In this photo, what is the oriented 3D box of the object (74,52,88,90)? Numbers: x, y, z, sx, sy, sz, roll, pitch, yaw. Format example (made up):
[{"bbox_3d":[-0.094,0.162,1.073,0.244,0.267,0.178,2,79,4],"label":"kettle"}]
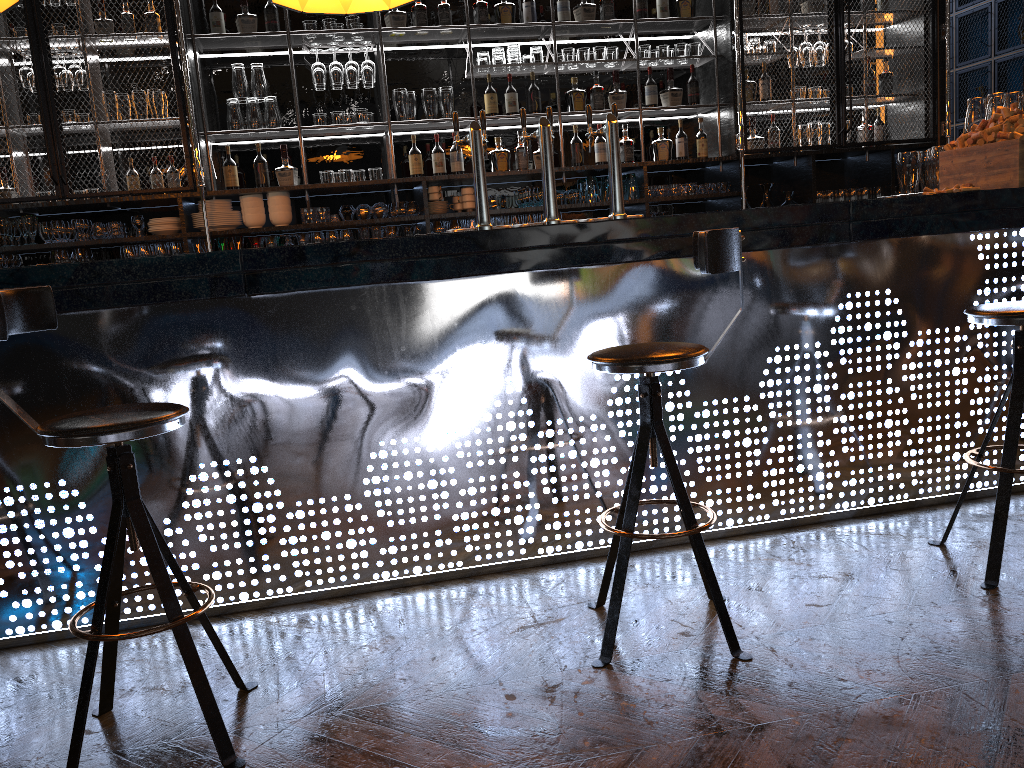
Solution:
[{"bbox_3d":[-2.654,-1.925,5.464,0.081,0.213,0.081,-6,9,-5],"label":"object"}]

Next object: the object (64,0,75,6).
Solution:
[{"bbox_3d":[-2.695,-2.418,5.385,0.081,0.213,0.081,-6,9,-5],"label":"object"}]

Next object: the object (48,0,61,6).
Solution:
[{"bbox_3d":[-2.783,-2.407,5.368,0.081,0.213,0.081,-6,9,-5],"label":"object"}]

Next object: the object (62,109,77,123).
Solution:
[{"bbox_3d":[-2.666,-1.608,5.349,0.077,0.080,0.077,-7,9,-15],"label":"object"}]

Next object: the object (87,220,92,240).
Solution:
[{"bbox_3d":[-2.630,-0.945,5.488,0.074,0.131,0.074,-4,9,2],"label":"object"}]

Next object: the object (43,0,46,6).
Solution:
[{"bbox_3d":[-2.867,-2.398,5.352,0.081,0.213,0.081,-6,9,-5],"label":"object"}]

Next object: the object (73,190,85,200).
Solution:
[{"bbox_3d":[-2.692,-1.161,5.519,0.077,0.080,0.077,4,13,44],"label":"object"}]

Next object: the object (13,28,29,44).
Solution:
[{"bbox_3d":[-2.941,-2.084,5.314,0.077,0.080,0.077,-8,10,-20],"label":"object"}]

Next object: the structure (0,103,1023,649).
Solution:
[{"bbox_3d":[0.074,-0.279,3.457,6.009,1.685,1.214,-6,9,-11],"label":"structure"}]

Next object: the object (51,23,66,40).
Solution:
[{"bbox_3d":[-2.702,-2.101,5.295,0.077,0.080,0.077,-1,10,24],"label":"object"}]

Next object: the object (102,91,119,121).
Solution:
[{"bbox_3d":[-2.449,-1.689,5.418,0.092,0.182,0.092,-7,9,-16],"label":"object"}]

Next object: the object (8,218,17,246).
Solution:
[{"bbox_3d":[-3.024,-0.910,5.347,0.087,0.170,0.087,3,12,39],"label":"object"}]

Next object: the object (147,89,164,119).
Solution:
[{"bbox_3d":[-2.195,-1.718,5.470,0.092,0.182,0.092,-7,9,-16],"label":"object"}]

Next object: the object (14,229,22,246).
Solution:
[{"bbox_3d":[-3.048,-0.927,5.462,0.087,0.170,0.087,3,12,39],"label":"object"}]

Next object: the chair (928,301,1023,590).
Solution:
[{"bbox_3d":[1.591,0.009,2.709,0.476,1.108,0.419,-4,9,4],"label":"chair"}]

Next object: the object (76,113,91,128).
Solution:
[{"bbox_3d":[-2.659,-1.634,5.509,0.077,0.080,0.077,-7,9,-15],"label":"object"}]

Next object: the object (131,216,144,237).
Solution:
[{"bbox_3d":[-2.300,-0.969,5.464,0.074,0.131,0.074,-4,9,2],"label":"object"}]

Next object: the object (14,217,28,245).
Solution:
[{"bbox_3d":[-2.928,-0.915,5.327,0.087,0.170,0.087,3,12,39],"label":"object"}]

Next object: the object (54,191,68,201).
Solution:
[{"bbox_3d":[-2.750,-1.141,5.421,0.077,0.080,0.077,-9,10,-25],"label":"object"}]

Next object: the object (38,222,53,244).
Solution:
[{"bbox_3d":[-2.804,-0.909,5.343,0.081,0.132,0.081,-12,12,-39],"label":"object"}]

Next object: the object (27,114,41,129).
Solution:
[{"bbox_3d":[-2.905,-1.596,5.395,0.077,0.080,0.077,-5,9,1],"label":"object"}]

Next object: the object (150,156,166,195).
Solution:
[{"bbox_3d":[-2.243,-1.304,5.600,0.075,0.260,0.075,2,11,37],"label":"object"}]

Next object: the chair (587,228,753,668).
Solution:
[{"bbox_3d":[0.414,0.151,2.432,0.476,1.108,0.419,-4,9,4],"label":"chair"}]

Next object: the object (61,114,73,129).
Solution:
[{"bbox_3d":[-2.759,-1.622,5.483,0.077,0.080,0.077,4,12,43],"label":"object"}]

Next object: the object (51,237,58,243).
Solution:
[{"bbox_3d":[-2.835,-0.929,5.485,0.081,0.132,0.081,-12,12,-39],"label":"object"}]

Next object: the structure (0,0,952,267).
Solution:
[{"bbox_3d":[-0.214,-1.572,5.768,6.750,3.553,1.143,-6,9,-11],"label":"structure"}]

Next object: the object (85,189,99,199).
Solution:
[{"bbox_3d":[-2.590,-1.164,5.483,0.077,0.080,0.077,-9,10,-23],"label":"object"}]

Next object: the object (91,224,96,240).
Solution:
[{"bbox_3d":[-2.530,-0.928,5.420,0.078,0.103,0.078,1,11,31],"label":"object"}]

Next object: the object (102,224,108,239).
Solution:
[{"bbox_3d":[-2.551,-0.940,5.508,0.078,0.103,0.078,1,11,31],"label":"object"}]

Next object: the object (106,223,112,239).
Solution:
[{"bbox_3d":[-2.442,-0.936,5.437,0.078,0.099,0.078,-13,12,-43],"label":"object"}]

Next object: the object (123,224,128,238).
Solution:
[{"bbox_3d":[-2.474,-0.961,5.609,0.078,0.099,0.078,-13,12,-43],"label":"object"}]

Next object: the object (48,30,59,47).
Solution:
[{"bbox_3d":[-2.813,-2.113,5.426,0.077,0.080,0.077,4,13,44],"label":"object"}]

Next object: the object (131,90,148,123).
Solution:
[{"bbox_3d":[-2.291,-1.711,5.472,0.092,0.182,0.092,-7,9,-16],"label":"object"}]

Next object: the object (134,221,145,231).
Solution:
[{"bbox_3d":[-2.365,-0.990,5.630,0.074,0.131,0.074,-4,9,2],"label":"object"}]

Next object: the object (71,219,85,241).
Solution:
[{"bbox_3d":[-2.597,-0.921,5.319,0.074,0.131,0.074,-4,9,2],"label":"object"}]

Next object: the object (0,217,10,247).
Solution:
[{"bbox_3d":[-2.999,-0.894,5.233,0.087,0.170,0.087,3,12,39],"label":"object"}]

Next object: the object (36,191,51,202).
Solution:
[{"bbox_3d":[-2.854,-1.131,5.413,0.077,0.080,0.077,0,10,28],"label":"object"}]

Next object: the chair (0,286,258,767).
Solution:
[{"bbox_3d":[-0.923,0.319,2.071,0.476,1.108,0.419,-6,9,-11],"label":"chair"}]

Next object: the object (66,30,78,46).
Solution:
[{"bbox_3d":[-2.709,-2.126,5.456,0.077,0.080,0.077,-1,10,24],"label":"object"}]

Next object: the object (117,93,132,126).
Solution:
[{"bbox_3d":[-2.416,-1.709,5.526,0.092,0.182,0.092,-7,9,-16],"label":"object"}]

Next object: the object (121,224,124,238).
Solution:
[{"bbox_3d":[-2.461,-0.949,5.527,0.078,0.099,0.078,-13,12,-43],"label":"object"}]

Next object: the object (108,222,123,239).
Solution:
[{"bbox_3d":[-2.392,-0.927,5.355,0.078,0.099,0.078,-13,12,-43],"label":"object"}]

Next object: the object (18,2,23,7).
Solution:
[{"bbox_3d":[-2.961,-2.387,5.334,0.081,0.213,0.081,-6,9,-5],"label":"object"}]

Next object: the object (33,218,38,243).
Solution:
[{"bbox_3d":[-2.958,-0.935,5.468,0.087,0.170,0.087,3,12,39],"label":"object"}]

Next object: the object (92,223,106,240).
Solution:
[{"bbox_3d":[-2.491,-0.919,5.343,0.078,0.103,0.078,1,11,31],"label":"object"}]

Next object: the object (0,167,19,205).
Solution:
[{"bbox_3d":[-3.081,-1.193,5.400,0.108,0.244,0.108,-4,9,3],"label":"object"}]

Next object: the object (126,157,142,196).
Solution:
[{"bbox_3d":[-2.372,-1.284,5.553,0.075,0.261,0.075,2,11,37],"label":"object"}]

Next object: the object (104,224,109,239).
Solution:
[{"bbox_3d":[-2.569,-0.952,5.591,0.078,0.103,0.078,1,11,31],"label":"object"}]

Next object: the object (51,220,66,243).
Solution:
[{"bbox_3d":[-2.713,-0.911,5.308,0.081,0.132,0.081,-12,12,-39],"label":"object"}]

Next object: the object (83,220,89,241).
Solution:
[{"bbox_3d":[-2.612,-0.933,5.404,0.074,0.131,0.074,-4,9,2],"label":"object"}]

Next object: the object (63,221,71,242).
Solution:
[{"bbox_3d":[-2.740,-0.927,5.424,0.081,0.132,0.081,-12,12,-39],"label":"object"}]

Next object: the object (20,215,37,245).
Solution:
[{"bbox_3d":[-2.850,-0.909,5.251,0.087,0.170,0.087,3,12,39],"label":"object"}]

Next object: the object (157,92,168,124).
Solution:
[{"bbox_3d":[-2.204,-1.733,5.563,0.092,0.182,0.092,-7,9,-16],"label":"object"}]

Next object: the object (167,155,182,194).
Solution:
[{"bbox_3d":[-2.137,-1.312,5.600,0.075,0.260,0.075,2,11,37],"label":"object"}]
